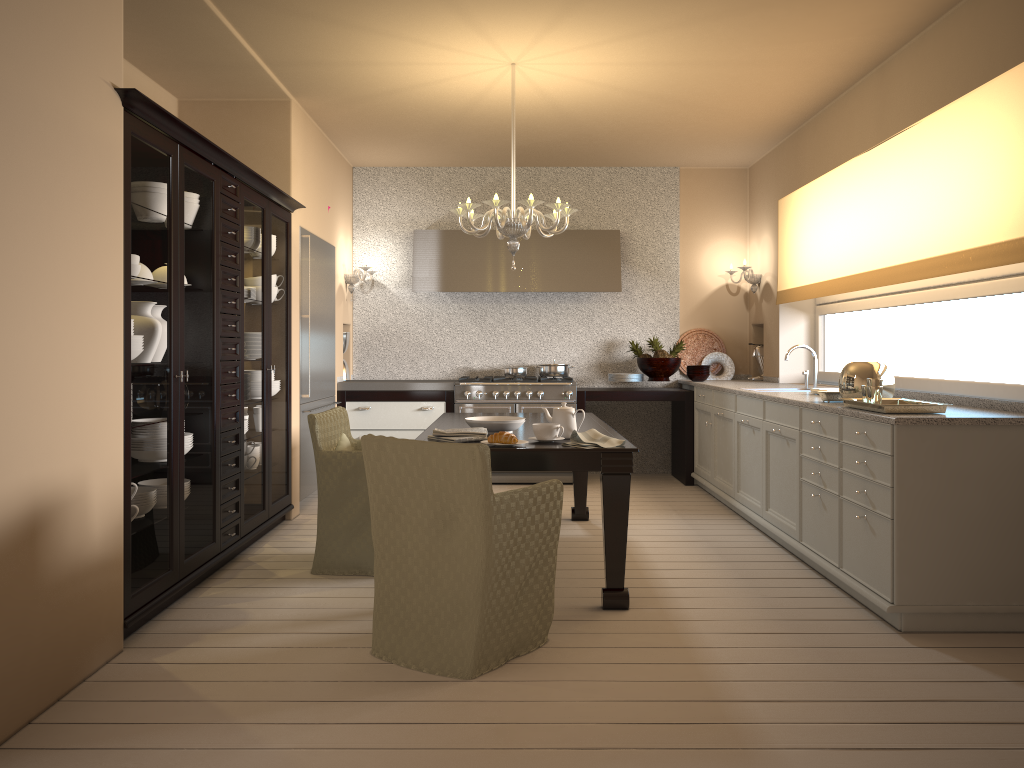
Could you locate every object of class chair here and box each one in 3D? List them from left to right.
[{"bbox_3d":[-0.663,0.523,4.283,0.561,0.801,0.564,0,1,6],"label":"chair"},{"bbox_3d":[-0.164,0.568,3.102,0.563,0.801,0.561,1,1,36],"label":"chair"}]

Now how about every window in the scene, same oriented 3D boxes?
[{"bbox_3d":[2.282,-0.618,4.830,0.047,1.353,3.569,0,2,0],"label":"window"}]

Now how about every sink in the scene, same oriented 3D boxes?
[{"bbox_3d":[1.680,-0.004,5.475,0.458,0.481,0.538,0,1,0],"label":"sink"}]

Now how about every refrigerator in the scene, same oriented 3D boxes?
[{"bbox_3d":[-1.647,-0.146,6.132,0.741,1.734,1.103,0,1,0],"label":"refrigerator"}]

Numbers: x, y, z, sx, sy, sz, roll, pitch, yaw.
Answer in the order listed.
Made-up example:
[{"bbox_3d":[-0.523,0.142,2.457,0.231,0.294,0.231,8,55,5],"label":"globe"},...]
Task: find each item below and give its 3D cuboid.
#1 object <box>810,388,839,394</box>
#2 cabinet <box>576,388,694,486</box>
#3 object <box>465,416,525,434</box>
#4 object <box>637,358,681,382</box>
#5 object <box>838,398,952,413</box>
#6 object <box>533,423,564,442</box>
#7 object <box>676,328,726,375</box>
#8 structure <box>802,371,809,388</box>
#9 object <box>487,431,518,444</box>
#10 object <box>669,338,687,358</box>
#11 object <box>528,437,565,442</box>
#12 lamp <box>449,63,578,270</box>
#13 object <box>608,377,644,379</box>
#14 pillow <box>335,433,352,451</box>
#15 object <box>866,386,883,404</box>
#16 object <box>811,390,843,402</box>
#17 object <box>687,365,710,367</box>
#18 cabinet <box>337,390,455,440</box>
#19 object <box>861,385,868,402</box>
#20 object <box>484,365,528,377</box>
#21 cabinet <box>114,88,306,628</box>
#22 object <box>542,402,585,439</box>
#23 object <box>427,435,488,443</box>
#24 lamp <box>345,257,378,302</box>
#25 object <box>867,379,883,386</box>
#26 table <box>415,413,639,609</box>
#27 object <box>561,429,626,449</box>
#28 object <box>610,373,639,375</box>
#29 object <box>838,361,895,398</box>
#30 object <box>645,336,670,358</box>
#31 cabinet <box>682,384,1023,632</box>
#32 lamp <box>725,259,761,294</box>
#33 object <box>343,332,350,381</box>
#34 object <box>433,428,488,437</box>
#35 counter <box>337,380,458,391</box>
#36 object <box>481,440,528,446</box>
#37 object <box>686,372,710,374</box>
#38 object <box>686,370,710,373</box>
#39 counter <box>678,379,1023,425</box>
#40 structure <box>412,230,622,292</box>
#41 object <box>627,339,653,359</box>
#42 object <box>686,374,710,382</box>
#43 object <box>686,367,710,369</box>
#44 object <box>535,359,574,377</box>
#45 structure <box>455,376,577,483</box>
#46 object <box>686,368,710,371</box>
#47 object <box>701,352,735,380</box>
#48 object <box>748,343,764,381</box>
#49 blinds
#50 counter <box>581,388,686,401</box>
[{"bbox_3d":[1.792,0.045,4.758,0.241,0.030,0.429,0,2,0],"label":"object"},{"bbox_3d":[0.943,0.403,7.071,0.896,0.724,0.600,0,1,0],"label":"cabinet"},{"bbox_3d":[-0.079,0.194,4.133,0.281,0.066,0.282,0,2,-6],"label":"object"},{"bbox_3d":[1.174,-0.116,7.082,0.351,0.188,0.351,-1,2,-17],"label":"object"},{"bbox_3d":[1.543,0.087,3.599,0.274,0.034,0.446,0,2,0],"label":"object"},{"bbox_3d":[0.149,0.205,3.741,0.125,0.069,0.116,0,2,-7],"label":"object"},{"bbox_3d":[1.578,-0.252,7.428,0.431,0.430,0.064,0,0,0],"label":"object"},{"bbox_3d":[1.920,-0.020,5.793,0.037,0.135,0.024,0,0,0],"label":"structure"},{"bbox_3d":[-0.035,0.217,3.567,0.138,0.051,0.062,1,1,19],"label":"object"},{"bbox_3d":[1.286,-0.226,7.144,0.275,0.284,0.138,0,0,-15],"label":"object"},{"bbox_3d":[0.145,0.235,3.740,0.154,0.012,0.154,-2,3,-39],"label":"object"},{"bbox_3d":[0.008,-1.174,4.769,0.675,1.127,0.701,0,1,18],"label":"lamp"},{"bbox_3d":[0.892,-0.047,6.941,0.278,0.011,0.278,0,2,-13],"label":"object"},{"bbox_3d":[-0.768,0.392,4.305,0.192,0.295,0.440,0,1,-1],"label":"pillow"},{"bbox_3d":[1.488,0.054,3.635,0.063,0.090,0.063,0,1,-27],"label":"object"},{"bbox_3d":[1.534,0.058,4.183,0.197,0.048,0.153,0,2,0],"label":"object"},{"bbox_3d":[1.458,-0.115,6.928,0.180,0.065,0.180,0,2,8],"label":"object"},{"bbox_3d":[-0.890,0.403,7.057,0.896,0.724,0.637,0,1,0],"label":"cabinet"},{"bbox_3d":[1.495,0.051,3.709,0.063,0.090,0.063,0,1,-27],"label":"object"},{"bbox_3d":[-0.036,-0.107,7.241,0.370,0.090,0.198,2,3,42],"label":"object"},{"bbox_3d":[-1.711,-0.122,4.221,0.888,1.840,2.490,0,1,0],"label":"cabinet"},{"bbox_3d":[0.222,0.158,3.884,0.198,0.156,0.118,0,1,6],"label":"object"},{"bbox_3d":[-0.235,0.231,3.806,0.164,0.026,0.232,-1,3,-35],"label":"object"},{"bbox_3d":[-1.235,-0.834,7.143,0.269,0.340,0.479,0,1,-2],"label":"lamp"},{"bbox_3d":[1.488,0.024,3.635,0.063,0.090,0.063,0,1,-27],"label":"object"},{"bbox_3d":[0.038,0.541,4.457,0.918,0.653,1.992,0,2,0],"label":"table"},{"bbox_3d":[0.331,0.216,3.572,0.204,0.063,0.197,-2,2,-38],"label":"object"},{"bbox_3d":[0.892,-0.075,6.941,0.278,0.011,0.278,0,2,-13],"label":"object"},{"bbox_3d":[1.594,-0.003,3.984,0.235,0.195,0.235,0,1,17],"label":"object"},{"bbox_3d":[1.156,-0.256,7.046,0.160,0.278,0.269,0,1,-18],"label":"object"},{"bbox_3d":[1.774,0.445,5.342,0.846,0.771,4.224,0,2,0],"label":"cabinet"},{"bbox_3d":[1.895,-0.857,7.140,0.264,0.266,0.479,0,2,-2],"label":"lamp"},{"bbox_3d":[-1.395,-0.224,7.195,0.155,0.394,0.155,0,0,-11],"label":"object"},{"bbox_3d":[-0.223,0.216,3.840,0.233,0.051,0.164,0,2,0],"label":"object"},{"bbox_3d":[-0.890,0.008,7.071,0.896,0.062,0.600,0,2,0],"label":"counter"},{"bbox_3d":[-0.030,0.240,3.578,0.194,0.014,0.194,-1,2,-24],"label":"object"},{"bbox_3d":[1.455,-0.059,6.928,0.180,0.063,0.180,-1,2,-22],"label":"object"},{"bbox_3d":[1.455,-0.074,6.928,0.180,0.063,0.180,-1,2,-22],"label":"object"},{"bbox_3d":[1.717,0.034,5.338,0.652,0.068,4.241,0,2,0],"label":"counter"},{"bbox_3d":[0.038,-0.990,7.217,1.661,0.510,0.480,0,1,0],"label":"structure"},{"bbox_3d":[1.041,-0.227,7.165,0.138,0.284,0.278,0,1,-44],"label":"object"},{"bbox_3d":[1.455,-0.047,6.928,0.180,0.063,0.180,-1,2,-22],"label":"object"},{"bbox_3d":[1.455,-0.101,6.928,0.180,0.064,0.180,0,2,8],"label":"object"},{"bbox_3d":[0.343,-0.133,7.191,0.265,0.146,0.265,-1,2,-42],"label":"object"},{"bbox_3d":[0.027,0.349,7.019,0.929,0.805,0.705,0,1,0],"label":"structure"},{"bbox_3d":[1.453,-0.089,6.928,0.180,0.066,0.180,0,2,-8],"label":"object"},{"bbox_3d":[1.709,-0.131,7.355,0.282,0.273,0.093,0,0,1],"label":"object"},{"bbox_3d":[2.122,-0.179,7.187,0.391,0.306,0.382,0,1,0],"label":"object"},{"bbox_3d":[1.985,-0.915,4.852,0.022,0.782,3.551,0,2,0],"label":"blinds"},{"bbox_3d":[0.943,0.080,7.071,0.765,0.079,0.600,0,2,0],"label":"counter"}]
